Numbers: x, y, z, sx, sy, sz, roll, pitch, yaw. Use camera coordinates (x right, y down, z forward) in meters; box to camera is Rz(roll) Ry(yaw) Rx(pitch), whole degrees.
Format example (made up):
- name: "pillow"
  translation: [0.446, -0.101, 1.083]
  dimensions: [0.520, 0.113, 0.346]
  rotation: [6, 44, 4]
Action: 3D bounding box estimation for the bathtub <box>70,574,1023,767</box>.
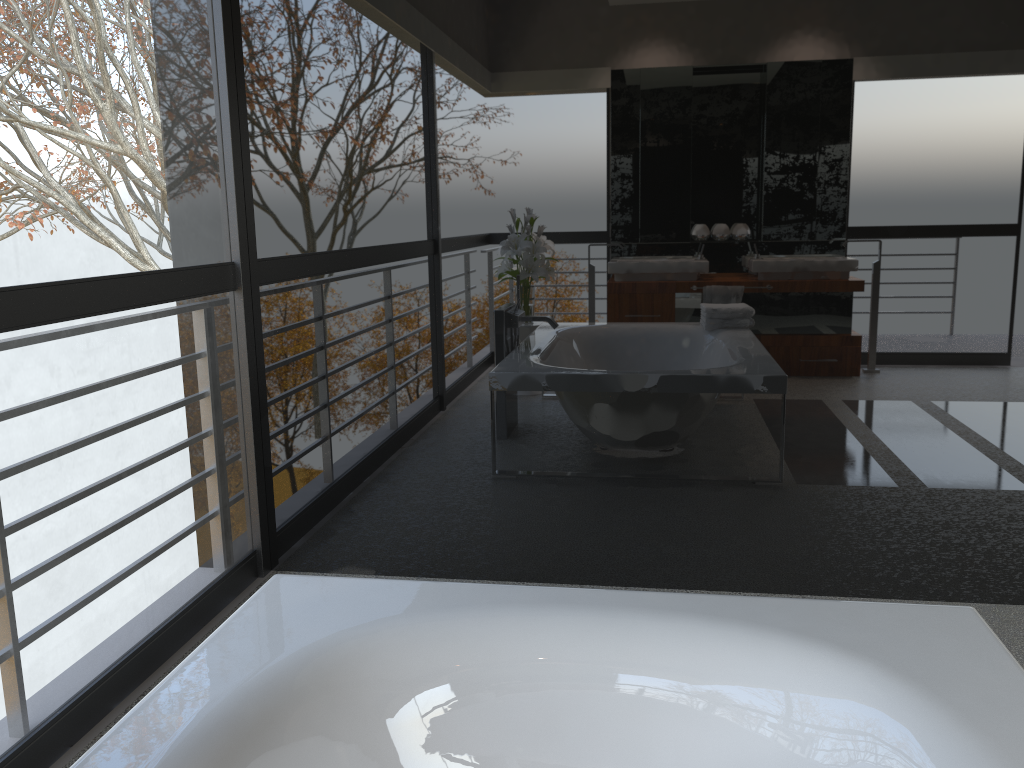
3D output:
- name: "bathtub"
  translation: [0.022, 0.819, 0.791]
  dimensions: [1.327, 0.503, 1.961]
  rotation: [1, 11, 9]
